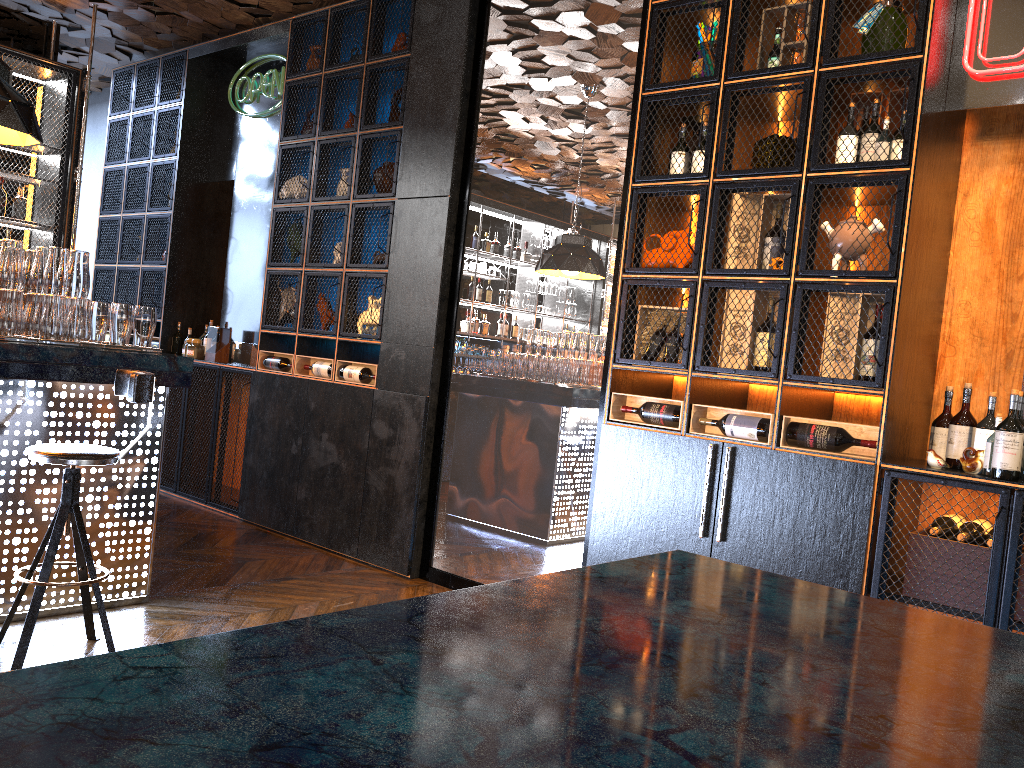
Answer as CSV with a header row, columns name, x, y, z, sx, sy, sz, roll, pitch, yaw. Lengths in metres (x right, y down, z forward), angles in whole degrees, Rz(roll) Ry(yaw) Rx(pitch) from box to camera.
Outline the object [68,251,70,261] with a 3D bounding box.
name,x,y,z,sx,sy,sz,roll,pitch,yaw
object,-2.013,-0.498,4.033,0.105,0.209,0.105,5,2,-25

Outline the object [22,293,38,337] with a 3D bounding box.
name,x,y,z,sx,sy,sz,roll,pitch,yaw
object,-2.146,-0.301,3.987,0.105,0.209,0.105,5,2,-25

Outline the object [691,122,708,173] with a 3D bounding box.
name,x,y,z,sx,sy,sz,roll,pitch,yaw
object,0.899,-1.079,4.184,0.088,0.306,0.088,5,2,-41

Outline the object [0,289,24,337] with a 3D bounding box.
name,x,y,z,sx,sy,sz,roll,pitch,yaw
object,-2.092,-0.289,3.698,0.105,0.209,0.105,5,2,-25

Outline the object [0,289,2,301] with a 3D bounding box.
name,x,y,z,sx,sy,sz,roll,pitch,yaw
object,-2.167,-0.299,3.777,0.105,0.209,0.105,5,2,-25

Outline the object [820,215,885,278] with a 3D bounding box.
name,x,y,z,sx,sy,sz,roll,pitch,yaw
object,1.382,-0.559,3.626,0.237,0.266,0.164,6,1,12

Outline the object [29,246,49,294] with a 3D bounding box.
name,x,y,z,sx,sy,sz,roll,pitch,yaw
object,-2.081,-0.503,3.944,0.105,0.209,0.105,5,2,-25

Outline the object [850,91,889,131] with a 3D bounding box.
name,x,y,z,sx,sy,sz,roll,pitch,yaw
object,1.527,-1.047,3.832,0.132,0.390,0.122,7,2,34

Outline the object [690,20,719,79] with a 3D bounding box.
name,x,y,z,sx,sy,sz,roll,pitch,yaw
object,0.973,-1.547,4.248,0.222,0.390,0.224,7,2,25

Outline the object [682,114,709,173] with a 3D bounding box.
name,x,y,z,sx,sy,sz,roll,pitch,yaw
object,0.920,-1.127,4.418,0.116,0.392,0.144,5,2,-45

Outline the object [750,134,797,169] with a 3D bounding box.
name,x,y,z,sx,sy,sz,roll,pitch,yaw
object,1.186,-0.992,3.955,0.182,0.187,0.187,6,1,-15

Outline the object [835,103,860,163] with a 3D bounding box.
name,x,y,z,sx,sy,sz,roll,pitch,yaw
object,1.409,-1.019,3.714,0.086,0.313,0.086,6,1,-6

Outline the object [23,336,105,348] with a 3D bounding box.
name,x,y,z,sx,sy,sz,roll,pitch,yaw
object,-2.052,-0.193,3.965,0.437,0.019,0.273,7,2,40

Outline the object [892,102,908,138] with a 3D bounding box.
name,x,y,z,sx,sy,sz,roll,pitch,yaw
object,1.651,-1.011,3.731,0.100,0.345,0.100,6,1,-6

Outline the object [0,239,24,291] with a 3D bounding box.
name,x,y,z,sx,sy,sz,roll,pitch,yaw
object,-2.108,-0.501,3.727,0.105,0.209,0.105,5,2,-25

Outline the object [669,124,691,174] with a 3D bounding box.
name,x,y,z,sx,sy,sz,roll,pitch,yaw
object,0.808,-1.090,4.245,0.088,0.306,0.088,5,2,-41

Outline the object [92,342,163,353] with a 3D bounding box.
name,x,y,z,sx,sy,sz,roll,pitch,yaw
object,-1.880,-0.180,4.187,0.437,0.019,0.273,7,2,40

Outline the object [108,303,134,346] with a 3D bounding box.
name,x,y,z,sx,sy,sz,roll,pitch,yaw
object,-1.806,-0.266,4.087,0.105,0.209,0.105,6,1,15

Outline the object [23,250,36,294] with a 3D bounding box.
name,x,y,z,sx,sy,sz,roll,pitch,yaw
object,-2.278,-0.531,4.228,0.105,0.209,0.105,5,2,-25

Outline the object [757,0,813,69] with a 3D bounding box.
name,x,y,z,sx,sy,sz,roll,pitch,yaw
object,1.232,-1.495,3.961,0.222,0.352,0.119,7,2,40

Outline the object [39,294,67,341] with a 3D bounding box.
name,x,y,z,sx,sy,sz,roll,pitch,yaw
object,-1.977,-0.279,3.826,0.105,0.209,0.105,5,2,-25

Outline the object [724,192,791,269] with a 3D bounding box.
name,x,y,z,sx,sy,sz,roll,pitch,yaw
object,1.139,-0.659,4.041,0.304,0.396,0.162,6,1,15

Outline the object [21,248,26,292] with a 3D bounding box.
name,x,y,z,sx,sy,sz,roll,pitch,yaw
object,-2.333,-0.535,4.156,0.105,0.209,0.105,5,2,-25

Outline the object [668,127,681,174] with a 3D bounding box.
name,x,y,z,sx,sy,sz,roll,pitch,yaw
object,0.814,-1.097,4.340,0.086,0.313,0.086,6,1,-11

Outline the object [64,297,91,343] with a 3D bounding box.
name,x,y,z,sx,sy,sz,roll,pitch,yaw
object,-1.915,-0.275,3.919,0.105,0.209,0.105,5,2,-25

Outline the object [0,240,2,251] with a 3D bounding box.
name,x,y,z,sx,sy,sz,roll,pitch,yaw
object,-2.189,-0.512,3.812,0.105,0.209,0.105,5,2,-25

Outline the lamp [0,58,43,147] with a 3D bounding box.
name,x,y,z,sx,sy,sz,roll,pitch,yaw
lamp,-2.345,-1.911,3.928,0.607,1.564,0.582,7,2,40

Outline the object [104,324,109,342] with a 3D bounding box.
name,x,y,z,sx,sy,sz,roll,pitch,yaw
object,-2.073,-0.303,4.442,0.105,0.209,0.105,6,1,15

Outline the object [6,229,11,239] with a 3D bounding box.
name,x,y,z,sx,sy,sz,roll,pitch,yaw
object,-3.669,-0.974,6.446,0.086,0.298,0.086,6,1,-1

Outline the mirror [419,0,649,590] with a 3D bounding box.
name,x,y,z,sx,sy,sz,roll,pitch,yaw
mirror,0.110,-0.583,4.708,1.194,3.551,0.026,7,2,40

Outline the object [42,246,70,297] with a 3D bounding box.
name,x,y,z,sx,sy,sz,roll,pitch,yaw
object,-1.987,-0.492,3.875,0.105,0.209,0.105,5,2,-25

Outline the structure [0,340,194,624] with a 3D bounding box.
name,x,y,z,sx,sy,sz,roll,pitch,yaw
structure,-3.896,-0.011,2.200,1.214,1.685,6.009,7,2,40

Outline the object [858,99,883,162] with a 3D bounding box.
name,x,y,z,sx,sy,sz,roll,pitch,yaw
object,1.501,-1.019,3.694,0.091,0.332,0.091,6,1,-6

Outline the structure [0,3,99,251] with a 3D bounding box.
name,x,y,z,sx,sy,sz,roll,pitch,yaw
structure,-5.474,-1.161,4.011,1.143,3.553,6.750,7,2,40

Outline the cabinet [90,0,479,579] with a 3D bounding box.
name,x,y,z,sx,sy,sz,roll,pitch,yaw
cabinet,-1.890,-0.825,6.676,4.416,3.514,0.691,7,2,40

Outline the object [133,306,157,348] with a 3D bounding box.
name,x,y,z,sx,sy,sz,roll,pitch,yaw
object,-1.727,-0.259,4.161,0.105,0.209,0.105,6,1,15

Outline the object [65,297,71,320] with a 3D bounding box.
name,x,y,z,sx,sy,sz,roll,pitch,yaw
object,-1.991,-0.285,3.998,0.105,0.209,0.105,5,2,-25

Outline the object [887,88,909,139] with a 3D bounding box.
name,x,y,z,sx,sy,sz,roll,pitch,yaw
object,1.657,-1.031,3.727,0.122,0.390,0.132,5,2,-41

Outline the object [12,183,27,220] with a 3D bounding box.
name,x,y,z,sx,sy,sz,roll,pitch,yaw
object,-3.588,-1.324,6.468,0.083,0.282,0.083,5,2,-39

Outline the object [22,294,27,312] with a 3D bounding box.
name,x,y,z,sx,sy,sz,roll,pitch,yaw
object,-2.337,-0.329,4.279,0.105,0.209,0.105,5,2,-25

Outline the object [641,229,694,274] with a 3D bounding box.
name,x,y,z,sx,sy,sz,roll,pitch,yaw
object,0.734,-0.620,4.184,0.278,0.222,0.138,7,2,40

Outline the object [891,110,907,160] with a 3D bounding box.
name,x,y,z,sx,sy,sz,roll,pitch,yaw
object,1.591,-0.978,3.627,0.080,0.277,0.080,5,2,-41

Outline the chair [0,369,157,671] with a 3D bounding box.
name,x,y,z,sx,sy,sz,roll,pitch,yaw
chair,-1.642,0.492,3.346,0.476,1.108,0.419,5,2,-40

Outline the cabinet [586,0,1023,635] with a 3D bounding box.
name,x,y,z,sx,sy,sz,roll,pitch,yaw
cabinet,2.350,-0.286,3.033,4.416,3.514,0.691,7,2,40

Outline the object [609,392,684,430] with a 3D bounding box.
name,x,y,z,sx,sy,sz,roll,pitch,yaw
object,0.660,0.128,4.177,0.396,0.132,0.122,7,2,43

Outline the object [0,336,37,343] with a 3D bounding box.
name,x,y,z,sx,sy,sz,roll,pitch,yaw
object,-2.229,-0.207,3.744,0.437,0.019,0.273,7,2,40

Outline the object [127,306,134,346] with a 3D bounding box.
name,x,y,z,sx,sy,sz,roll,pitch,yaw
object,-1.849,-0.273,4.202,0.105,0.209,0.105,5,2,-25

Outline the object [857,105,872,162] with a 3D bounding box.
name,x,y,z,sx,sy,sz,roll,pitch,yaw
object,1.466,-1.032,3.776,0.100,0.345,0.254,7,2,42

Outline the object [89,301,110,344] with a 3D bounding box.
name,x,y,z,sx,sy,sz,roll,pitch,yaw
object,-1.981,-0.288,4.233,0.105,0.209,0.105,5,2,-25

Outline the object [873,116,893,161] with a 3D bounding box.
name,x,y,z,sx,sy,sz,roll,pitch,yaw
object,1.510,-0.967,3.603,0.065,0.237,0.065,6,1,14

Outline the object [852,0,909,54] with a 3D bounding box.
name,x,y,z,sx,sy,sz,roll,pitch,yaw
object,1.508,-1.433,3.657,0.229,0.294,0.165,6,1,9

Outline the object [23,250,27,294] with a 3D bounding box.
name,x,y,z,sx,sy,sz,roll,pitch,yaw
object,-2.359,-0.542,4.313,0.105,0.209,0.105,5,2,-25

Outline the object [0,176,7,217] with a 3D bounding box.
name,x,y,z,sx,sy,sz,roll,pitch,yaw
object,-3.678,-1.340,6.366,0.086,0.299,0.086,6,1,-1

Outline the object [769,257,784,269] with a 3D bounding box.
name,x,y,z,sx,sy,sz,roll,pitch,yaw
object,1.221,-0.524,3.908,0.189,0.183,0.085,7,2,36

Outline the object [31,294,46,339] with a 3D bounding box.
name,x,y,z,sx,sy,sz,roll,pitch,yaw
object,-2.056,-0.290,3.910,0.105,0.209,0.105,5,2,-25

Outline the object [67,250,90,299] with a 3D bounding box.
name,x,y,z,sx,sy,sz,roll,pitch,yaw
object,-1.932,-0.488,3.947,0.105,0.209,0.105,5,2,-25
